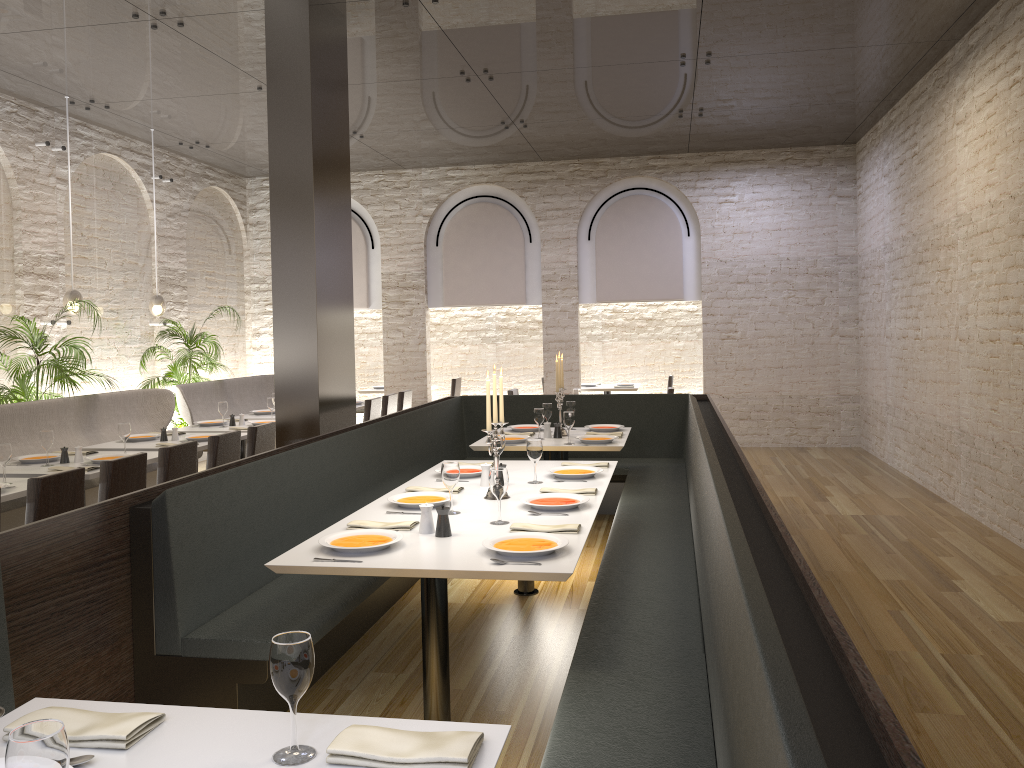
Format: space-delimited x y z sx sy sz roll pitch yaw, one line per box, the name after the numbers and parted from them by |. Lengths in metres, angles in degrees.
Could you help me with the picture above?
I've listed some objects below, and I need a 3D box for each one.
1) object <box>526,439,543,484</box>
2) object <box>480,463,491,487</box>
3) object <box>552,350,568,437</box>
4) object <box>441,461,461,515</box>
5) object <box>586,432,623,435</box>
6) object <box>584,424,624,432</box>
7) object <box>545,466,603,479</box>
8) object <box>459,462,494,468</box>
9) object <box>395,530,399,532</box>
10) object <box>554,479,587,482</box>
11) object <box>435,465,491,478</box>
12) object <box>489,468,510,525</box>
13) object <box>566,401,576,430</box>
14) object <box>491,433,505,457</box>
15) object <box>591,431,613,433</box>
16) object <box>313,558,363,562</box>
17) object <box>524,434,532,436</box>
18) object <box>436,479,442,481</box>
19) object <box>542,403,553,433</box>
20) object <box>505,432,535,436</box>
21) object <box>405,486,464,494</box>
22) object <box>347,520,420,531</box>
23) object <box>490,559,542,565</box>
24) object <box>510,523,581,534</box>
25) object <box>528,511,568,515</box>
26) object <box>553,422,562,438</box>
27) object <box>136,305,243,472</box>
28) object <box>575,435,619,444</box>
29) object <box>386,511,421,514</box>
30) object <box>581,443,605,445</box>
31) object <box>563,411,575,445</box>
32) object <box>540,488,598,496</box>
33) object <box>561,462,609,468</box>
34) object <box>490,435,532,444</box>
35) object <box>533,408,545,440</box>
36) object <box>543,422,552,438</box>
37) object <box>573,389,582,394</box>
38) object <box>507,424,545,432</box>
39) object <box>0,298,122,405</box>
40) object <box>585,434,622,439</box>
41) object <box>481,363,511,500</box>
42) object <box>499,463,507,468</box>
0.122 0.412 4.724 0.086 0.230 0.086 -1 1 22 | object
-0.136 0.478 4.662 0.069 0.126 0.069 -1 2 4 | object
0.369 0.070 6.808 0.131 0.656 0.390 -1 2 21 | object
-0.274 0.465 3.970 0.086 0.230 0.086 -1 1 10 | object
0.713 0.383 6.801 0.273 0.033 0.143 -1 3 10 | object
0.742 0.357 7.116 0.322 0.036 0.322 -3 4 -31 | object
0.347 0.495 4.914 0.321 0.036 0.322 -1 3 6 | object
-0.242 0.488 5.378 0.273 0.033 0.143 -1 3 10 | object
-0.544 0.600 3.591 0.181 0.015 0.038 -1 3 12 | object
0.310 0.514 4.731 0.181 0.015 0.038 -1 3 12 | object
-0.277 0.502 5.029 0.321 0.036 0.322 -1 3 6 | object
-0.055 0.473 3.742 0.086 0.230 0.086 -2 2 -38 | object
0.482 0.257 7.233 0.086 0.230 0.086 -2 1 -20 | object
-0.079 0.397 5.053 0.086 0.230 0.086 -1 1 22 | object
0.707 0.376 6.939 0.181 0.015 0.038 -1 3 12 | object
-0.620 0.629 3.166 0.185 0.010 0.017 -1 3 10 | object
0.010 0.400 6.778 0.273 0.033 0.143 -1 3 10 | object
-0.323 0.525 4.822 0.185 0.010 0.017 -1 3 10 | object
0.284 0.270 7.077 0.086 0.230 0.086 -2 2 -44 | object
0.037 0.391 6.930 0.273 0.033 0.143 -1 3 10 | object
-0.394 0.540 4.532 0.273 0.033 0.143 -1 3 10 | object
-0.539 0.591 3.722 0.273 0.033 0.143 -1 3 10 | object
0.012 0.618 3.075 0.181 0.015 0.038 -1 3 12 | object
0.138 0.584 3.600 0.273 0.033 0.143 -1 3 10 | object
0.158 0.567 3.885 0.181 0.015 0.038 -1 3 12 | object
0.344 0.349 6.684 0.069 0.126 0.069 -2 2 -38 | object
-3.699 0.071 10.227 1.145 1.973 1.189 -1 2 -9 | object
0.610 0.403 6.381 0.321 0.036 0.322 -2 3 -14 | object
-0.475 0.578 3.976 0.185 0.010 0.017 -1 3 10 | object
0.575 0.422 6.203 0.181 0.015 0.038 -1 3 12 | object
0.405 0.313 6.302 0.086 0.230 0.086 -2 2 -44 | object
0.283 0.533 4.410 0.273 0.033 0.143 -1 3 10 | object
0.435 0.480 5.256 0.273 0.033 0.143 -1 3 10 | object
-0.014 0.410 6.496 0.321 0.036 0.322 -2 3 -14 | object
0.204 0.298 6.630 0.086 0.230 0.086 -2 2 -44 | object
0.269 0.348 6.722 0.069 0.126 0.069 -2 2 -38 | object
0.646 0.164 8.764 0.086 0.230 0.086 0 2 40 | object
0.118 0.364 7.230 0.321 0.036 0.322 -1 3 6 | object
-4.151 0.223 7.806 1.146 1.973 1.188 -3 2 -39 | object
0.686 0.393 6.649 0.273 0.033 0.143 -1 3 10 | object
-0.080 0.226 4.314 0.131 0.656 0.390 -1 2 21 | object
-0.056 0.477 4.644 0.069 0.126 0.069 -1 2 4 | object
